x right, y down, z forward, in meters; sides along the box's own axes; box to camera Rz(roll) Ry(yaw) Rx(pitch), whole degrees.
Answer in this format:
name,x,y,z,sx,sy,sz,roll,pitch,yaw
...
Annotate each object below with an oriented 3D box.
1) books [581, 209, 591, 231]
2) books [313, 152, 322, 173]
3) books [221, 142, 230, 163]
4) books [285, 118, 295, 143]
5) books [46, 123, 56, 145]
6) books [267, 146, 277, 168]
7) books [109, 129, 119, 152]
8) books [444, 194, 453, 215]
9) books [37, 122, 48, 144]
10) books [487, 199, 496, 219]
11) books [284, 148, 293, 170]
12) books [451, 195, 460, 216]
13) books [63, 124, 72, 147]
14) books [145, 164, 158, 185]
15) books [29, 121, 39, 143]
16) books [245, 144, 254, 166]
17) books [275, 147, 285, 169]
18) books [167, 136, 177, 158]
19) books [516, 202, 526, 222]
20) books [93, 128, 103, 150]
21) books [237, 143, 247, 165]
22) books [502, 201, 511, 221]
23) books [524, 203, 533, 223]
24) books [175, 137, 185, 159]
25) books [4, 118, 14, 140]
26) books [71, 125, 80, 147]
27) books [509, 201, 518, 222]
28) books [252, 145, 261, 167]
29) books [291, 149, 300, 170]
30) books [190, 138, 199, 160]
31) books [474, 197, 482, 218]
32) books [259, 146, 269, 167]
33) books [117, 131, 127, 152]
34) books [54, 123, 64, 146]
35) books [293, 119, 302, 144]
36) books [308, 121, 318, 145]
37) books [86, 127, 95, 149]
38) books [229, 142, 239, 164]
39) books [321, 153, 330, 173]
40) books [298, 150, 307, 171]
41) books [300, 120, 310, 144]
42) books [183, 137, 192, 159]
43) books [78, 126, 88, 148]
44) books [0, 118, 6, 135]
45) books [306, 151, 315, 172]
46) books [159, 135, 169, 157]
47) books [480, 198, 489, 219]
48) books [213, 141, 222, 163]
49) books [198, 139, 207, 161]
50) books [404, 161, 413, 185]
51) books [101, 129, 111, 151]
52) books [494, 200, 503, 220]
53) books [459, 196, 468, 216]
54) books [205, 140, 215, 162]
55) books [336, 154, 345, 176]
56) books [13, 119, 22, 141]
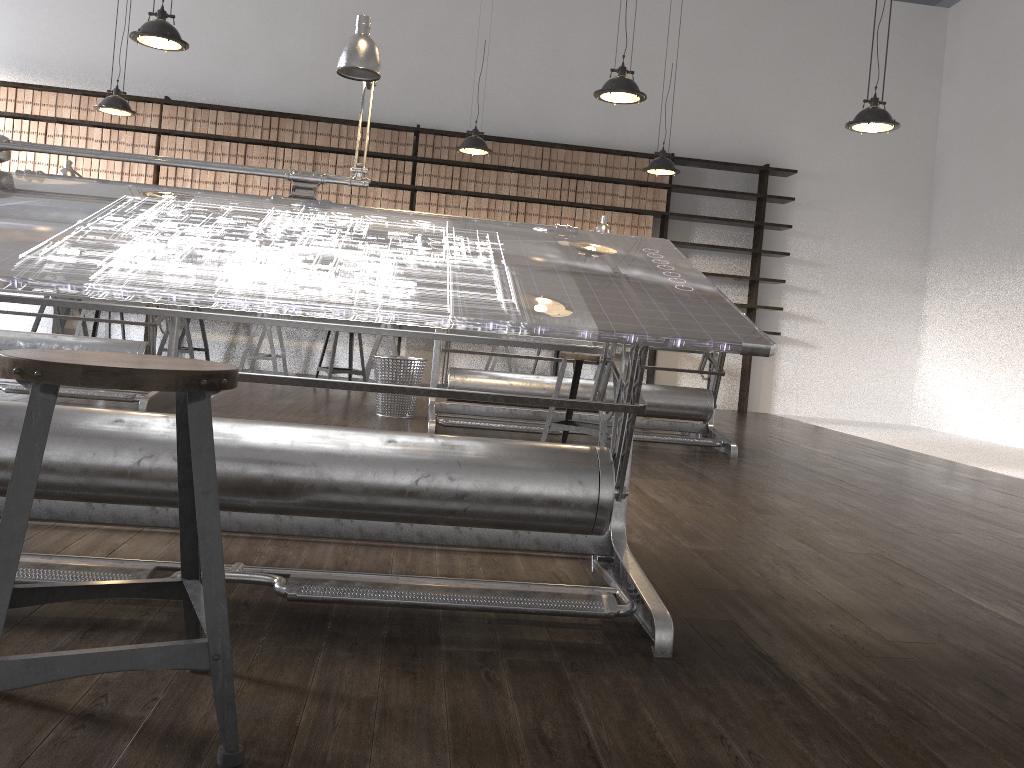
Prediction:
name,x,y,z,sx,sy,sz,roll,pitch,yaw
books,0.709,-1.585,8.640,0.066,0.225,0.175,5,2,-6
books,-1.830,-2.065,8.369,0.066,0.225,0.175,5,2,-6
books,-2.662,-2.134,8.276,0.066,0.225,0.175,5,2,-6
books,-2.081,-2.364,8.330,0.066,0.225,0.175,5,2,-6
books,-4.193,-2.261,8.117,0.066,0.225,0.175,5,2,-6
books,-2.244,-2.099,8.318,0.066,0.225,0.175,5,2,-6
books,-3.645,-2.216,8.174,0.066,0.225,0.175,5,2,-6
books,-0.611,-1.695,8.504,0.066,0.225,0.175,5,2,-6
books,-4.266,-2.267,8.104,0.067,0.225,0.175,5,2,-6
books,-0.205,-1.661,8.546,0.066,0.225,0.175,5,2,-6
books,-2.099,-2.087,8.335,0.067,0.225,0.175,5,2,-6
books,-0.541,-1.689,8.509,0.066,0.225,0.175,5,2,-6
books,-4.052,-2.249,8.132,0.066,0.225,0.175,5,2,-6
books,-3.334,-1.921,8.214,0.066,0.225,0.175,5,2,-6
books,-4.340,-2.273,8.102,0.066,0.225,0.175,5,2,-6
books,-2.444,-2.116,8.304,0.066,0.225,0.175,5,2,-6
books,-2.173,-2.094,8.329,0.066,0.225,0.175,5,2,-6
books,-3.139,-2.174,8.228,0.066,0.225,0.175,5,2,-6
books,0.081,-1.637,8.571,0.067,0.225,0.175,5,2,-6
books,-3.786,-2.227,8.157,0.066,0.225,0.175,5,2,-6
books,-2.517,-2.122,8.290,0.067,0.225,0.175,5,2,-6
books,-0.064,-1.649,8.557,0.066,0.225,0.175,5,2,-6
books,0.154,-1.631,8.585,0.066,0.225,0.175,5,2,-6
books,-3.069,-2.168,8.232,0.067,0.225,0.175,5,2,-6
books,-4.549,-2.290,8.073,0.066,0.225,0.175,5,2,-6
books,-3.982,-2.244,8.139,0.066,0.225,0.175,5,2,-6
books,0.006,-1.644,8.569,0.066,0.225,0.175,5,2,-6
books,-2.379,-2.111,8.308,0.066,0.225,0.175,5,2,-6
books,-2.027,-2.081,8.344,0.066,0.225,0.175,5,2,-6
books,-2.936,-2.157,8.249,0.066,0.225,0.175,5,2,-6
books,-0.338,-1.672,8.531,0.066,0.225,0.175,5,2,-6
books,-2.316,-2.105,8.310,0.067,0.225,0.175,5,2,-6
books,-3.576,-2.210,8.184,0.066,0.225,0.175,5,2,-6
books,-4.122,-2.255,8.120,0.066,0.225,0.175,5,2,-6
books,-2.010,-2.358,8.341,0.066,0.225,0.175,5,2,-6
books,-1.872,-2.347,8.358,0.066,0.225,0.175,5,2,-6
books,-3.849,-2.232,8.152,0.066,0.225,0.175,5,2,-6
books,-2.592,-2.128,8.288,0.066,0.225,0.175,5,2,-6
books,-1.761,-2.060,8.375,0.066,0.225,0.175,5,2,-6
books,-1.965,-2.076,8.353,0.066,0.225,0.175,5,2,-6
books,-1.941,-2.353,8.353,0.066,0.225,0.175,5,2,-6
books,-2.998,-2.162,8.241,0.066,0.225,0.175,5,2,-6
books,-3.914,-2.238,8.141,0.067,0.225,0.175,5,2,-6
books,-4.621,-2.296,8.068,0.066,0.225,0.175,5,2,-6
books,-1.899,-2.071,8.355,0.067,0.225,0.175,5,2,-6
books,-3.209,-2.180,8.223,0.066,0.225,0.175,5,2,-6
books,-0.271,-1.666,8.533,0.067,0.225,0.175,5,2,-6
books,-2.733,-2.140,8.272,0.066,0.225,0.175,5,2,-6
books,-2.869,-2.151,8.252,0.067,0.225,0.175,5,2,-6
books,-0.991,-1.996,8.456,0.066,0.225,0.175,5,2,-6
books,-3.714,-2.221,8.163,0.067,0.225,0.175,5,2,-6
books,-0.135,-1.655,8.554,0.066,0.225,0.175,5,2,-6
books,-0.471,-1.683,8.513,0.067,0.225,0.175,5,2,-6
books,-2.803,-2.146,8.265,0.066,0.225,0.175,5,2,-6
books,-1.619,-2.048,8.388,0.066,0.225,0.175,5,2,-6
books,-4.478,-2.284,8.080,0.067,0.225,0.175,5,2,-6
